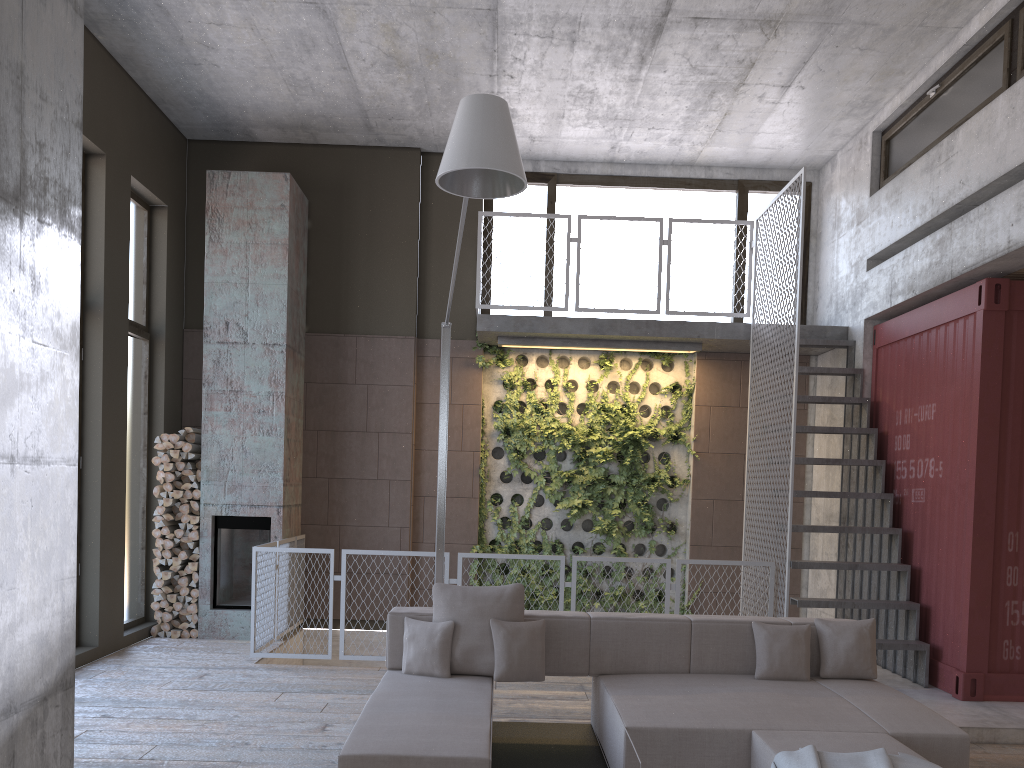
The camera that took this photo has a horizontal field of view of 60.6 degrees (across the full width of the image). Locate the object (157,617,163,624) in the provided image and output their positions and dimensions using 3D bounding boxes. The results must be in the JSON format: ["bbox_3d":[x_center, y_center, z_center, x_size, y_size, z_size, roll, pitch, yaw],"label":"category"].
[{"bbox_3d":[-3.452,2.327,8.687,0.045,0.072,0.252,2,-6,-1],"label":"object"}]

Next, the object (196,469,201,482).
[{"bbox_3d":[-3.063,0.916,8.756,0.063,0.125,0.366,2,-6,-2],"label":"object"}]

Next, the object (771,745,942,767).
[{"bbox_3d":[1.375,1.707,3.059,1.043,0.501,1.607,0,-6,18],"label":"object"}]

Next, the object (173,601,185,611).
[{"bbox_3d":[-3.270,2.198,8.775,0.091,0.089,0.457,2,-6,-2],"label":"object"}]

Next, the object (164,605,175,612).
[{"bbox_3d":[-3.368,2.223,8.755,0.089,0.056,0.334,2,-6,-1],"label":"object"}]

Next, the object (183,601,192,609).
[{"bbox_3d":[-3.201,2.194,8.805,0.067,0.071,0.425,2,-6,-2],"label":"object"}]

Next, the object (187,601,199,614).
[{"bbox_3d":[-3.121,2.203,8.688,0.101,0.102,0.294,2,-6,-2],"label":"object"}]

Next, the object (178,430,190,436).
[{"bbox_3d":[-3.227,0.502,8.715,0.065,0.073,0.361,2,-6,-2],"label":"object"}]

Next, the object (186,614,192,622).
[{"bbox_3d":[-3.173,2.326,8.794,0.067,0.084,0.427,2,-6,-3],"label":"object"}]

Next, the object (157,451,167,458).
[{"bbox_3d":[-3.417,0.705,8.711,0.066,0.086,0.427,2,-6,-3],"label":"object"}]

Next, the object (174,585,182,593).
[{"bbox_3d":[-3.281,2.040,8.820,0.101,0.086,0.365,2,-6,0],"label":"object"}]

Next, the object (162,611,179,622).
[{"bbox_3d":[-3.375,2.295,8.727,0.098,0.106,0.295,2,-6,0],"label":"object"}]

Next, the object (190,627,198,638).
[{"bbox_3d":[-3.120,2.474,8.817,0.091,0.092,0.439,2,-6,-1],"label":"object"}]

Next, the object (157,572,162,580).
[{"bbox_3d":[-3.431,1.896,8.738,0.067,0.067,0.425,2,-6,-1],"label":"object"}]

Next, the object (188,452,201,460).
[{"bbox_3d":[-3.111,0.722,8.712,0.066,0.067,0.425,2,-6,-1],"label":"object"}]

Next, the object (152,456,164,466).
[{"bbox_3d":[-3.444,0.770,8.696,0.091,0.092,0.439,2,-6,-1],"label":"object"}]

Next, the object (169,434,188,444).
[{"bbox_3d":[-3.277,0.550,8.638,0.104,0.102,0.293,2,-6,-1],"label":"object"}]

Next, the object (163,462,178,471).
[{"bbox_3d":[-3.325,0.827,8.702,0.093,0.083,0.482,2,-6,-1],"label":"object"}]

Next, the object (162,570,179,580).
[{"bbox_3d":[-3.355,1.888,8.737,0.093,0.083,0.482,2,-6,-1],"label":"object"}]

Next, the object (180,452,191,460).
[{"bbox_3d":[-3.191,0.720,8.711,0.067,0.066,0.425,2,-6,-1],"label":"object"}]

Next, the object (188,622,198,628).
[{"bbox_3d":[-3.144,2.383,8.804,0.071,0.072,0.425,2,-6,-1],"label":"object"}]

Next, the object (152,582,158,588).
[{"bbox_3d":[-3.489,1.990,8.794,0.067,0.071,0.425,2,-6,0],"label":"object"}]

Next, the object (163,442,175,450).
[{"bbox_3d":[-3.328,0.621,8.684,0.113,0.079,0.437,2,-6,-1],"label":"object"}]

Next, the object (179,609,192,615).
[{"bbox_3d":[-3.206,2.257,8.780,0.122,0.067,0.365,2,-6,0],"label":"object"}]

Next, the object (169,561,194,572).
[{"bbox_3d":[-3.287,1.820,8.759,0.115,0.079,0.437,2,-6,-1],"label":"object"}]

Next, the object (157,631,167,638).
[{"bbox_3d":[-3.448,2.479,8.799,0.067,0.067,0.425,2,-6,-1],"label":"object"}]

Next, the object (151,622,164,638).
[{"bbox_3d":[-3.511,2.444,8.761,0.064,0.124,0.366,2,-6,-2],"label":"object"}]

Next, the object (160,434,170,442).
[{"bbox_3d":[-3.370,0.551,8.721,0.091,0.090,0.458,2,-6,-2],"label":"object"}]

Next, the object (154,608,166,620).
[{"bbox_3d":[-3.470,2.288,8.769,0.101,0.102,0.294,2,-6,0],"label":"object"}]

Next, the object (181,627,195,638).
[{"bbox_3d":[-3.207,2.479,8.820,0.091,0.089,0.458,2,-6,-1],"label":"object"}]

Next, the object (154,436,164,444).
[{"bbox_3d":[-3.433,0.560,8.691,0.067,0.068,0.425,2,-6,-2],"label":"object"}]

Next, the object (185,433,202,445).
[{"bbox_3d":[-3.165,0.550,8.774,0.099,0.107,0.296,2,-6,0],"label":"object"}]

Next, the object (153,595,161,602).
[{"bbox_3d":[-3.468,2.131,8.784,0.066,0.084,0.427,2,-6,2],"label":"object"}]

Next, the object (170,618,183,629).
[{"bbox_3d":[-3.324,2.393,8.831,0.101,0.086,0.365,2,-6,-1],"label":"object"}]

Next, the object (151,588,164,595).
[{"bbox_3d":[-3.481,2.055,8.769,0.122,0.067,0.365,2,-6,-2],"label":"object"}]

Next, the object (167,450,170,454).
[{"bbox_3d":[-3.358,0.688,8.795,0.071,0.071,0.425,2,-6,-1],"label":"object"}]

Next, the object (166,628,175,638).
[{"bbox_3d":[-3.367,2.483,8.801,0.067,0.067,0.425,2,-6,-1],"label":"object"}]

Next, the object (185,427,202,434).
[{"bbox_3d":[-3.164,0.469,8.741,0.087,0.055,0.334,2,-6,-1],"label":"object"}]

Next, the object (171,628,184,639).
[{"bbox_3d":[-3.291,2.475,8.800,0.093,0.083,0.482,2,-6,-1],"label":"object"}]

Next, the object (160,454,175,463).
[{"bbox_3d":[-3.356,0.748,8.693,0.091,0.089,0.458,2,-6,-1],"label":"object"}]

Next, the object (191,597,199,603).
[{"bbox_3d":[-3.111,2.128,8.685,0.063,0.048,0.252,2,-6,-2],"label":"object"}]

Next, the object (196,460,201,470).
[{"bbox_3d":[-3.079,0.820,8.823,0.100,0.102,0.294,2,-6,0],"label":"object"}]

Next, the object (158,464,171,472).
[{"bbox_3d":[-3.401,0.835,8.703,0.067,0.067,0.425,2,-6,-1],"label":"object"}]

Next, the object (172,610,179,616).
[{"bbox_3d":[-3.309,2.268,8.783,0.064,0.074,0.361,2,-6,-2],"label":"object"}]

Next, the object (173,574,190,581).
[{"bbox_3d":[-3.288,1.914,8.771,0.064,0.074,0.361,2,-6,1],"label":"object"}]

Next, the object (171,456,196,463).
[{"bbox_3d":[-3.257,0.759,8.724,0.115,0.079,0.437,2,-6,-1],"label":"object"}]

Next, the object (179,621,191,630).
[{"bbox_3d":[-3.222,2.407,8.822,0.115,0.079,0.437,2,-6,-1],"label":"object"}]

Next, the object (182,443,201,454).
[{"bbox_3d":[-3.149,0.641,8.703,0.093,0.092,0.439,2,-6,-1],"label":"object"}]

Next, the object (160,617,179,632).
[{"bbox_3d":[-3.402,2.403,8.804,0.092,0.093,0.439,2,-6,-1],"label":"object"}]

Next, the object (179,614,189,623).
[{"bbox_3d":[-3.264,2.340,8.864,0.104,0.102,0.293,2,-6,-1],"label":"object"}]
